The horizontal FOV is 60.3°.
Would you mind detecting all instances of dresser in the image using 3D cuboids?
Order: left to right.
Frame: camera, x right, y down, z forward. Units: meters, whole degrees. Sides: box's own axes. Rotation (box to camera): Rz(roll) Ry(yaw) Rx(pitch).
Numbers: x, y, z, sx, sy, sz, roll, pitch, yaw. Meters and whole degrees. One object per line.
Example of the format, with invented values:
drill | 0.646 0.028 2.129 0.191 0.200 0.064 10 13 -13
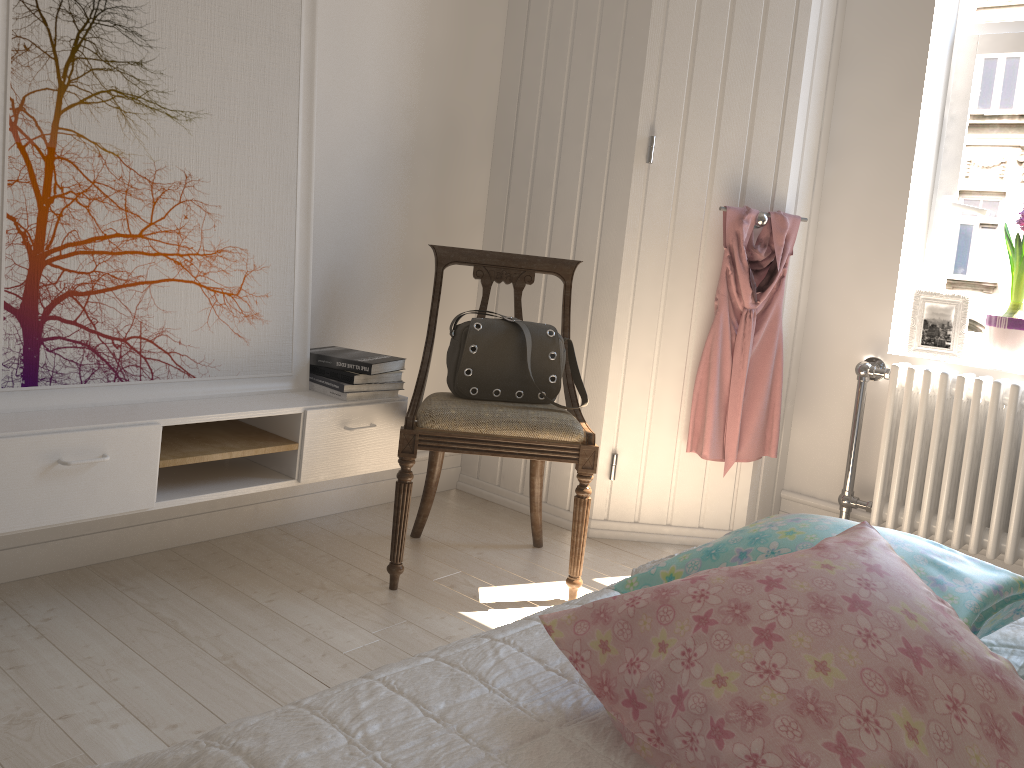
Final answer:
dresser | 0.514 -0.813 3.107 1.033 2.567 0.700 10 5 40

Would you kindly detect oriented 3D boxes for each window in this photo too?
window | 1.860 -0.905 2.753 0.957 1.771 0.110 10 5 40

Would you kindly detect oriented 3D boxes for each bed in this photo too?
bed | 0.653 0.579 0.675 2.232 0.627 1.954 13 11 39

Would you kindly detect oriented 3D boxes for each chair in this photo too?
chair | -0.047 0.072 2.530 0.520 0.885 0.543 6 5 -5

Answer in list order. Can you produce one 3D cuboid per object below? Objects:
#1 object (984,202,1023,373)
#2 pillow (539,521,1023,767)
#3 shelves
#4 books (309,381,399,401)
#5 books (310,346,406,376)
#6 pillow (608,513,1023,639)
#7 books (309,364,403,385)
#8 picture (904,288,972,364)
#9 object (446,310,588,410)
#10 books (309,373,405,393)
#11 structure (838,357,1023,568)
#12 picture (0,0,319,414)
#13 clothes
object | 1.597 -0.329 2.773 0.157 0.574 0.157 8 4 25
pillow | 0.265 0.260 0.763 0.393 0.201 0.357 4 8 -18
shelves | -0.780 0.145 2.242 0.371 0.208 1.115 13 11 39
books | -0.477 0.009 2.562 0.244 0.022 0.191 14 12 41
books | -0.468 -0.070 2.570 0.260 0.032 0.192 10 10 22
pillow | 0.372 0.250 1.033 0.381 0.167 0.366 -2 12 -45
books | -0.468 -0.038 2.563 0.242 0.028 0.191 13 11 37
picture | 1.392 -0.191 2.884 0.177 0.224 0.050 8 4 20
object | 0.017 -0.072 2.479 0.400 0.246 0.215 6 6 -5
books | -0.475 -0.015 2.572 0.212 0.022 0.261 -3 13 -45
structure | 1.498 0.340 2.590 1.078 0.677 0.166 13 7 40
picture | -0.848 -0.545 2.188 0.165 1.154 0.853 9 6 39
clothes | 0.758 -0.132 2.852 0.328 0.871 0.093 5 4 -21
